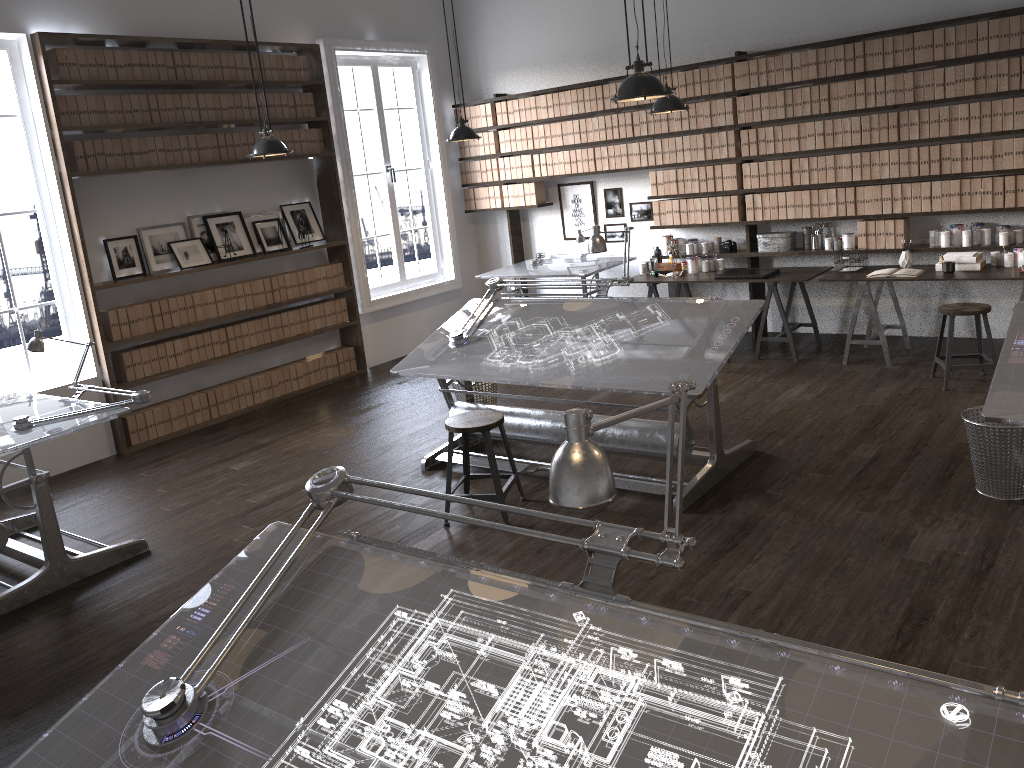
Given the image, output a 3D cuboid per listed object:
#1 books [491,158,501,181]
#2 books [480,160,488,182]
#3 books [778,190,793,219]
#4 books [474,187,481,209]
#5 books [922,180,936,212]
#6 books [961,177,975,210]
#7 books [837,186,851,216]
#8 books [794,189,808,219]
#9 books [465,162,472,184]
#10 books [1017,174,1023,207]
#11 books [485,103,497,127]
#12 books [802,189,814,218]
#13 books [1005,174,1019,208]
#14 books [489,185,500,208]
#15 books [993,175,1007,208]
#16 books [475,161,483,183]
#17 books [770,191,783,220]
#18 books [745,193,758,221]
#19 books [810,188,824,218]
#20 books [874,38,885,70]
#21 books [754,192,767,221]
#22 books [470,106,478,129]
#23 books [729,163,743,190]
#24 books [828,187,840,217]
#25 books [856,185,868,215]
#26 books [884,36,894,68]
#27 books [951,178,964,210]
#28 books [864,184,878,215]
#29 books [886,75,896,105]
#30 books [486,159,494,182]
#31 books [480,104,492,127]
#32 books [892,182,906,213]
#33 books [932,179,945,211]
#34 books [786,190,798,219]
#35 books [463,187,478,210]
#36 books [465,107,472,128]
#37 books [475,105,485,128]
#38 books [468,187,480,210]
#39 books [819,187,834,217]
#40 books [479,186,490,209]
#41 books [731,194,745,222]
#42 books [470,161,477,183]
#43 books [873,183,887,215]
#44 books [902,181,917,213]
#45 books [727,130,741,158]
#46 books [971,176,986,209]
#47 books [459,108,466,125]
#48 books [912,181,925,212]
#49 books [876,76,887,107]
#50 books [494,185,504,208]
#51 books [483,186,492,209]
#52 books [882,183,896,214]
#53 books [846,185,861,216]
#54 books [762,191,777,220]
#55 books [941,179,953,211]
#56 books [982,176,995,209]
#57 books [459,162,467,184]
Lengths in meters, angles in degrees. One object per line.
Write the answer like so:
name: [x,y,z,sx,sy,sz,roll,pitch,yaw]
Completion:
books: [-0.123,-2.222,9.166,0.067,0.223,0.176,2,15,37]
books: [-0.241,-2.231,9.257,0.067,0.223,0.176,2,15,37]
books: [2.304,-1.506,7.449,0.067,0.223,0.176,2,15,37]
books: [-0.310,-1.971,9.387,0.067,0.223,0.176,2,15,37]
books: [3.189,-1.437,6.770,0.067,0.223,0.176,2,15,37]
books: [3.405,-1.422,6.610,0.067,0.223,0.176,2,15,37]
books: [2.690,-1.478,7.159,0.067,0.223,0.176,2,15,37]
books: [2.414,-1.499,7.369,0.067,0.223,0.176,2,15,37]
books: [-0.410,-2.244,9.386,0.067,0.223,0.176,2,15,37]
books: [3.692,-1.399,6.390,0.067,0.223,0.176,2,15,37]
books: [-0.180,-2.752,9.052,0.067,0.223,0.176,2,15,37]
books: [2.464,-1.493,7.325,0.067,0.223,0.176,2,15,37]
books: [3.630,-1.403,6.431,0.067,0.223,0.176,2,15,37]
books: [-0.155,-1.957,9.259,0.067,0.223,0.176,2,15,37]
books: [3.574,-1.409,6.481,0.067,0.223,0.176,2,15,37]
books: [-0.300,-2.234,9.296,0.067,0.223,0.176,2,15,37]
books: [2.251,-1.512,7.495,0.067,0.223,0.176,2,15,37]
books: [2.080,-1.523,7.619,0.067,0.223,0.176,2,15,37]
books: [2.521,-1.491,7.288,0.067,0.223,0.176,2,15,37]
books: [2.817,-2.511,6.750,0.067,0.223,0.176,2,15,37]
books: [2.139,-1.520,7.578,0.067,0.223,0.176,2,15,37]
books: [-0.347,-2.766,9.185,0.067,0.223,0.176,2,15,37]
books: [1.947,-1.792,7.646,0.067,0.223,0.176,2,15,37]
books: [2.631,-1.481,7.199,0.067,0.223,0.176,2,15,37]
books: [2.808,-1.468,7.069,0.067,0.223,0.176,2,15,37]
books: [2.876,-2.507,6.708,0.067,0.223,0.176,2,15,37]
books: [3.348,-1.424,6.646,0.067,0.223,0.176,2,15,37]
books: [2.859,-1.464,7.027,0.067,0.223,0.176,2,15,37]
books: [2.913,-2.239,6.757,0.067,0.223,0.176,2,15,37]
books: [-0.185,-2.225,9.207,0.067,0.223,0.176,2,15,37]
books: [-0.239,-2.756,9.095,0.067,0.223,0.176,2,15,37]
books: [3.023,-1.451,6.899,0.067,0.223,0.176,2,15,37]
books: [3.247,-1.433,6.728,0.067,0.223,0.176,2,15,37]
books: [2.363,-1.502,7.406,0.067,0.223,0.176,2,15,37]
books: [-0.428,-1.981,9.478,0.067,0.223,0.176,2,15,37]
books: [-0.404,-2.769,9.224,0.067,0.223,0.176,2,15,37]
books: [-0.292,-2.761,9.141,0.067,0.223,0.176,2,15,37]
books: [-0.372,-1.974,9.428,0.067,0.223,0.176,2,15,37]
books: [2.577,-1.486,7.245,0.067,0.223,0.176,2,15,37]
books: [-0.260,-1.967,9.345,0.067,0.223,0.176,2,15,37]
books: [1.975,-1.532,7.701,0.067,0.223,0.176,2,15,37]
books: [-0.354,-2.240,9.343,0.067,0.223,0.176,2,15,37]
books: [2.906,-1.459,6.985,0.067,0.223,0.176,2,15,37]
books: [3.081,-1.447,6.860,0.067,0.223,0.176,2,15,37]
books: [1.918,-2.062,7.599,0.067,0.223,0.176,2,15,37]
books: [3.461,-1.417,6.567,0.067,0.223,0.176,2,15,37]
books: [-0.464,-2.773,9.266,0.067,0.223,0.176,2,15,37]
books: [3.135,-1.442,6.816,0.067,0.223,0.176,2,15,37]
books: [2.854,-2.243,6.800,0.067,0.223,0.176,2,15,37]
books: [-0.095,-1.953,9.218,0.067,0.223,0.176,2,15,37]
books: [-0.212,-1.961,9.303,0.067,0.223,0.176,2,15,37]
books: [2.964,-1.454,6.941,0.067,0.223,0.176,2,15,37]
books: [2.746,-1.472,7.109,0.067,0.223,0.176,2,15,37]
books: [2.197,-1.516,7.539,0.067,0.223,0.176,2,15,37]
books: [3.298,-1.430,6.691,0.067,0.223,0.176,2,15,37]
books: [3.515,-1.412,6.520,0.067,0.223,0.176,2,15,37]
books: [-0.467,-2.247,9.422,0.067,0.223,0.176,2,15,37]
